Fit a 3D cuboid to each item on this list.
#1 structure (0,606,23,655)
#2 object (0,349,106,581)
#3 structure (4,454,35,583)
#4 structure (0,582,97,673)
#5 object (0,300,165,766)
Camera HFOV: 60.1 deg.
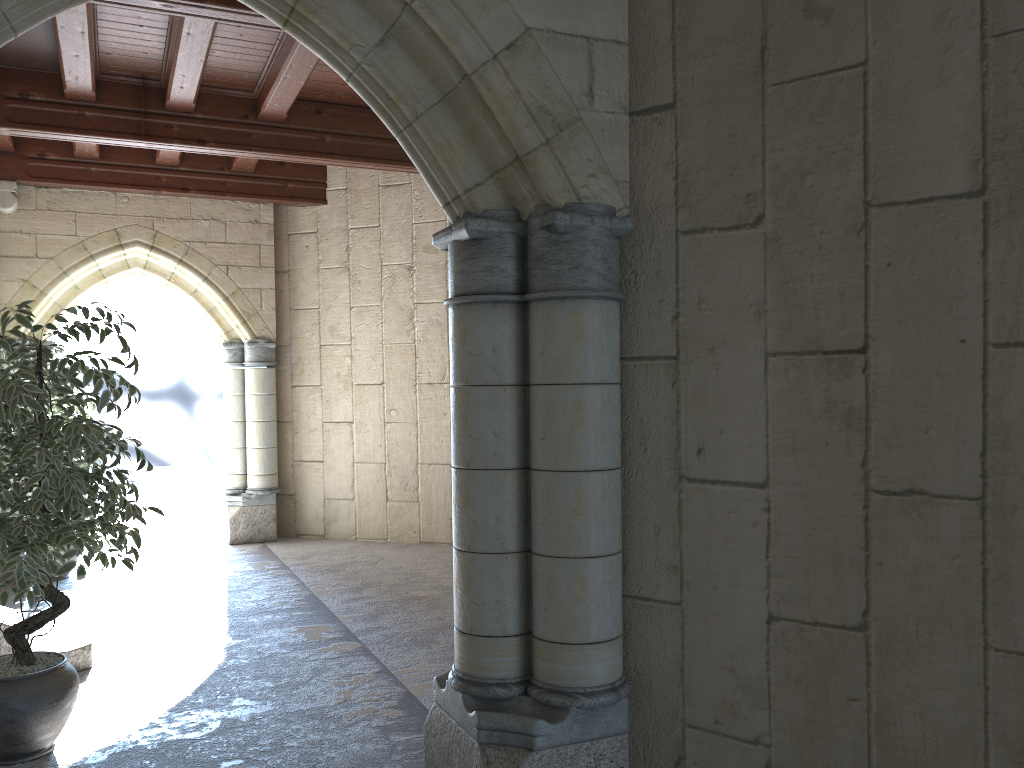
[{"bbox_3d":[-2.619,0.709,3.798,0.887,1.263,0.476,-1,2,-24],"label":"structure"},{"bbox_3d":[-3.266,0.566,6.200,0.786,1.620,0.750,-2,2,-28],"label":"object"},{"bbox_3d":[-3.196,0.731,5.084,0.887,1.263,0.473,-1,2,-24],"label":"structure"},{"bbox_3d":[-3.414,0.952,4.212,2.572,0.811,1.461,-1,0,-24],"label":"structure"},{"bbox_3d":[-1.710,0.513,3.228,0.787,1.620,0.750,-1,2,7],"label":"object"}]
